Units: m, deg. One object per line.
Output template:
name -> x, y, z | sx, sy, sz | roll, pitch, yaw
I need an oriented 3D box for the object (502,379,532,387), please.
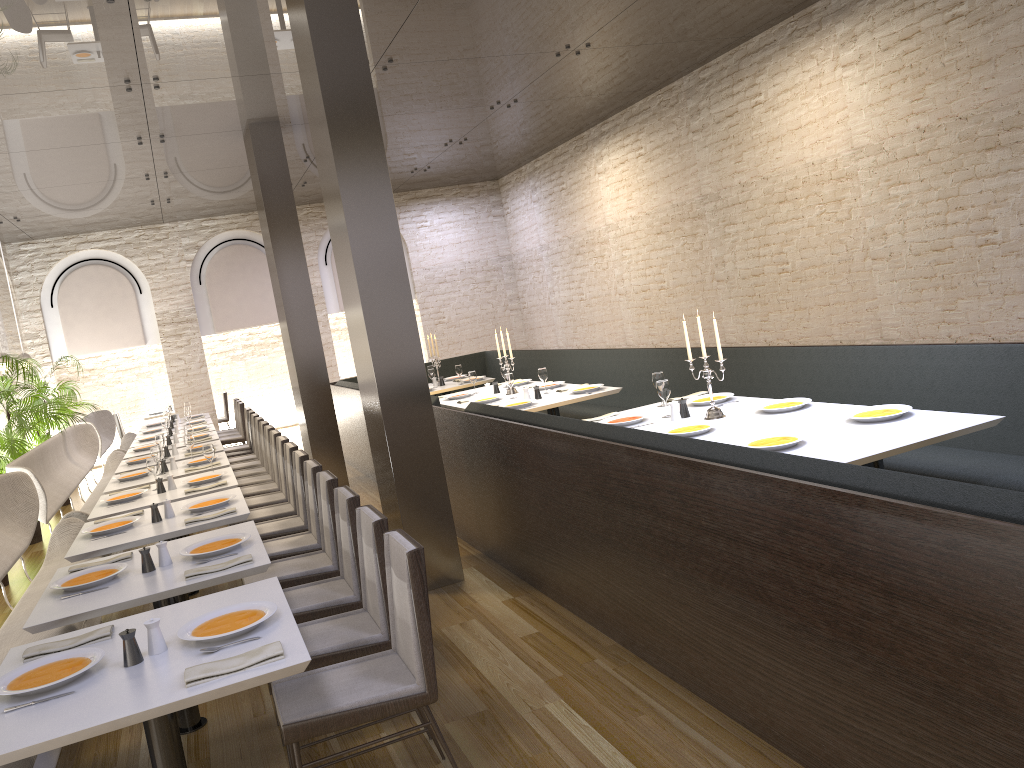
object -> 0.053, -0.004, 9.178 | 0.323, 0.036, 0.321 | -13, 6, -24

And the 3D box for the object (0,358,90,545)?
object -> -5.240, 0.720, 9.403 | 1.185, 1.970, 1.150 | -9, 4, 21

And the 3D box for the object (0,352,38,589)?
object -> -4.541, 0.781, 7.517 | 1.143, 1.970, 1.193 | -9, 4, 11

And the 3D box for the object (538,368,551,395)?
object -> 0.289, -0.026, 7.962 | 0.086, 0.230, 0.086 | -9, 4, 22

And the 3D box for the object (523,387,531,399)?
object -> 0.126, 0.088, 7.690 | 0.068, 0.126, 0.069 | -10, 4, 3

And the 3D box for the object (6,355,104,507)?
object -> -6.080, 0.641, 11.719 | 1.150, 1.970, 1.186 | -13, 5, -39

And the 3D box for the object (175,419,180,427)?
object -> -4.383, 0.513, 11.598 | 0.059, 0.109, 0.060 | -9, 4, 16

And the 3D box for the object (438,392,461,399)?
object -> -0.677, 0.124, 9.282 | 0.273, 0.033, 0.143 | -12, 6, -20

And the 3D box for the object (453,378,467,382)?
object -> -0.587, -0.061, 10.990 | 0.273, 0.033, 0.143 | -12, 6, -20

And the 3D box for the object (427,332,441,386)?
object -> -0.935, -0.307, 10.813 | 0.132, 0.655, 0.390 | -11, 4, -9

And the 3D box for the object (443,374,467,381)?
object -> -0.722, -0.073, 11.276 | 0.321, 0.036, 0.323 | -7, 6, 28

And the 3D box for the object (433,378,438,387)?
object -> -0.931, -0.021, 10.697 | 0.068, 0.126, 0.069 | -9, 4, 22

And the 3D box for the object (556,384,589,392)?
object -> 0.541, 0.039, 7.939 | 0.273, 0.033, 0.143 | -12, 6, -20

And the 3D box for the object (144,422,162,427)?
object -> -5.069, 0.578, 12.583 | 0.321, 0.036, 0.323 | -8, 6, 17

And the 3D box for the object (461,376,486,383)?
object -> -0.464, -0.050, 10.576 | 0.323, 0.036, 0.321 | -16, 8, -44

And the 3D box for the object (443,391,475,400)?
object -> -0.532, 0.123, 8.962 | 0.323, 0.036, 0.321 | -13, 6, -24

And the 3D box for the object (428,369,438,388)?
object -> -0.949, -0.064, 10.583 | 0.086, 0.230, 0.087 | -9, 4, 16

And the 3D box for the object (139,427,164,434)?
object -> -4.673, 0.613, 11.514 | 0.321, 0.036, 0.323 | -8, 6, 17

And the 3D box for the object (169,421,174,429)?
object -> -4.431, 0.528, 11.531 | 0.059, 0.109, 0.060 | -9, 4, 16

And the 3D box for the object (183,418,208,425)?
object -> -4.178, 0.506, 11.696 | 0.321, 0.036, 0.323 | -8, 6, 17

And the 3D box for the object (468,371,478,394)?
object -> -0.393, -0.015, 9.080 | 0.086, 0.230, 0.086 | -11, 4, -8

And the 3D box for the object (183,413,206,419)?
object -> -4.573, 0.471, 12.765 | 0.321, 0.036, 0.323 | -8, 6, 17

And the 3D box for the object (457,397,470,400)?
object -> -0.464, 0.141, 8.762 | 0.185, 0.010, 0.017 | -12, 5, -20

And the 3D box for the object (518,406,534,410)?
object -> 0.119, 0.193, 7.183 | 0.185, 0.010, 0.017 | -12, 5, -20

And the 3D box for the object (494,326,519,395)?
object -> -0.056, -0.229, 8.436 | 0.132, 0.655, 0.390 | -11, 4, -9

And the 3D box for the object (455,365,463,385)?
object -> -0.613, -0.106, 10.401 | 0.086, 0.230, 0.087 | -9, 4, 16

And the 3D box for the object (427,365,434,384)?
object -> -1.018, -0.117, 11.243 | 0.086, 0.230, 0.087 | -7, 5, 40

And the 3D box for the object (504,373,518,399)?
object -> -0.012, 0.019, 8.048 | 0.086, 0.230, 0.086 | -11, 4, -20

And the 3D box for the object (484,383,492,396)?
object -> -0.235, 0.051, 8.716 | 0.069, 0.126, 0.069 | -12, 4, -26

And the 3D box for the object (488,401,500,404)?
object -> -0.166, 0.167, 7.955 | 0.185, 0.010, 0.017 | -12, 5, -20

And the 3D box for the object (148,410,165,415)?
object -> -6.126, 0.503, 15.253 | 0.321, 0.036, 0.323 | -9, 6, 15

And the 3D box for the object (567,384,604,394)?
object -> 0.635, 0.048, 7.604 | 0.323, 0.036, 0.321 | -16, 8, -44

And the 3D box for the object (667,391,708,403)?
object -> 1.206, 0.091, 6.135 | 0.273, 0.033, 0.143 | -12, 6, -20

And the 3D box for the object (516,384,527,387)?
object -> 0.116, 0.010, 9.001 | 0.182, 0.015, 0.038 | -12, 6, -18

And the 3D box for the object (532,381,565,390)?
object -> 0.348, 0.022, 8.380 | 0.321, 0.036, 0.323 | -10, 6, 0

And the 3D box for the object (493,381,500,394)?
object -> -0.158, 0.034, 8.741 | 0.069, 0.126, 0.069 | -12, 4, -26

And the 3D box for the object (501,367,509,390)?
object -> -0.057, -0.057, 8.897 | 0.086, 0.230, 0.086 | -11, 4, -8

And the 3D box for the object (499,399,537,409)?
object -> 0.050, 0.174, 7.389 | 0.322, 0.036, 0.322 | -12, 6, -22

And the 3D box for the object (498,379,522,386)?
object -> -0.043, -0.013, 9.517 | 0.273, 0.033, 0.143 | -12, 6, -20

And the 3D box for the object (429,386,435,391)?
object -> -1.049, 0.077, 10.360 | 0.323, 0.036, 0.321 | -16, 8, -44

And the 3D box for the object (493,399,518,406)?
object -> -0.093, 0.176, 7.703 | 0.273, 0.033, 0.143 | -12, 6, -20

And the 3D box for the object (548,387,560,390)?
object -> 0.414, 0.037, 8.195 | 0.182, 0.015, 0.038 | -12, 6, -18

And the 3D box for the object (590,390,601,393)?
object -> 0.700, 0.062, 7.423 | 0.182, 0.015, 0.038 | -12, 6, -18

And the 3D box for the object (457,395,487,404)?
object -> -0.379, 0.150, 8.476 | 0.273, 0.033, 0.143 | -12, 6, -20

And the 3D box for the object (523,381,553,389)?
object -> 0.255, 0.013, 8.711 | 0.273, 0.033, 0.143 | -12, 6, -20

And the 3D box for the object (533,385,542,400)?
object -> 0.218, 0.073, 7.671 | 0.068, 0.126, 0.069 | -9, 4, 12

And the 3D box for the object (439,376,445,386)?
object -> -0.848, -0.036, 10.702 | 0.068, 0.126, 0.069 | -9, 4, 22

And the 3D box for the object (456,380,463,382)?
object -> -0.534, -0.057, 10.845 | 0.273, 0.033, 0.143 | -12, 6, -20

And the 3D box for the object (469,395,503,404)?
object -> -0.237, 0.149, 8.164 | 0.321, 0.036, 0.323 | -10, 6, 0
